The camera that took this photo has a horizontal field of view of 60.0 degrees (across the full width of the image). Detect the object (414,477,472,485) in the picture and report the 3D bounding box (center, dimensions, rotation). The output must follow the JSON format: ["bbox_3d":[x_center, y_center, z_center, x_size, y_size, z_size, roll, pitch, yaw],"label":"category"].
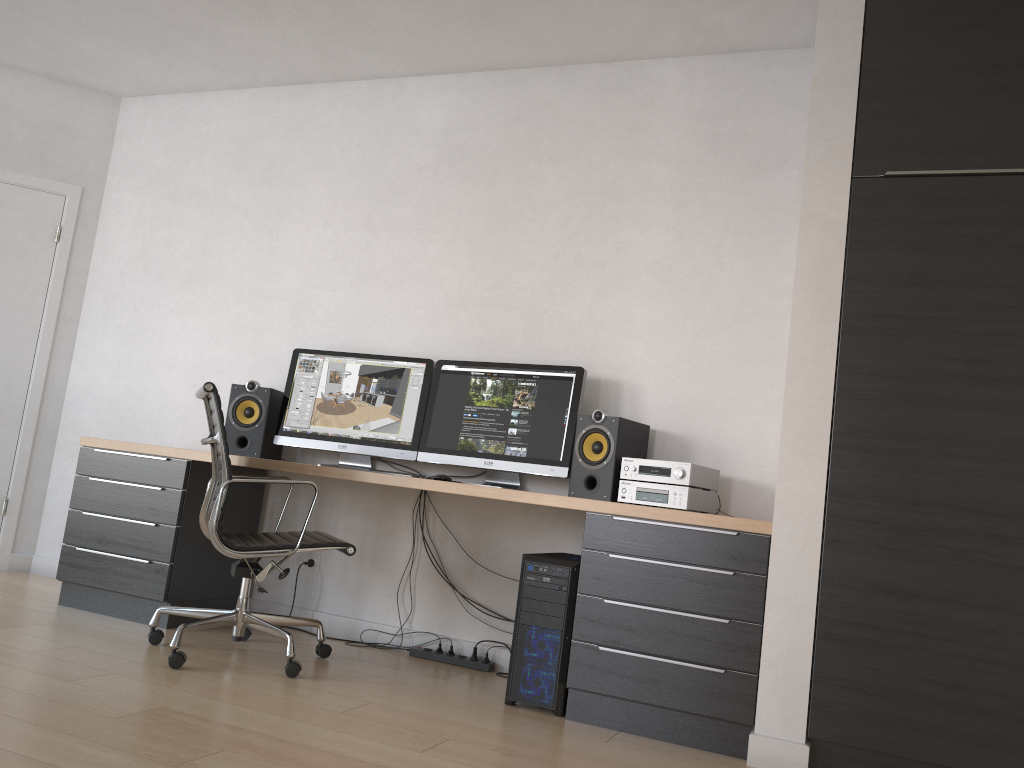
[{"bbox_3d":[-0.248,0.386,3.493,0.250,0.002,0.200,4,-8,23],"label":"object"}]

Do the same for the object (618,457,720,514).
[{"bbox_3d":[0.593,0.388,3.363,0.285,0.174,0.270,2,-9,37],"label":"object"}]

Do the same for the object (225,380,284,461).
[{"bbox_3d":[-1.203,0.173,4.178,0.198,0.354,0.249,6,-7,8],"label":"object"}]

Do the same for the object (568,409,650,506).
[{"bbox_3d":[0.387,0.292,3.528,0.198,0.354,0.249,2,-9,37],"label":"object"}]

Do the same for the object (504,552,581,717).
[{"bbox_3d":[0.184,0.912,3.308,0.215,0.527,0.474,4,-8,23],"label":"object"}]

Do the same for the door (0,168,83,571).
[{"bbox_3d":[-2.989,-0.134,4.664,0.974,2.136,0.085,10,-8,-22],"label":"door"}]

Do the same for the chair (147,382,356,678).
[{"bbox_3d":[-0.971,0.544,3.434,0.699,0.991,0.664,9,-7,-16],"label":"chair"}]

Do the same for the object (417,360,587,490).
[{"bbox_3d":[-0.046,0.176,3.767,0.716,0.535,0.190,3,-8,27],"label":"object"}]
